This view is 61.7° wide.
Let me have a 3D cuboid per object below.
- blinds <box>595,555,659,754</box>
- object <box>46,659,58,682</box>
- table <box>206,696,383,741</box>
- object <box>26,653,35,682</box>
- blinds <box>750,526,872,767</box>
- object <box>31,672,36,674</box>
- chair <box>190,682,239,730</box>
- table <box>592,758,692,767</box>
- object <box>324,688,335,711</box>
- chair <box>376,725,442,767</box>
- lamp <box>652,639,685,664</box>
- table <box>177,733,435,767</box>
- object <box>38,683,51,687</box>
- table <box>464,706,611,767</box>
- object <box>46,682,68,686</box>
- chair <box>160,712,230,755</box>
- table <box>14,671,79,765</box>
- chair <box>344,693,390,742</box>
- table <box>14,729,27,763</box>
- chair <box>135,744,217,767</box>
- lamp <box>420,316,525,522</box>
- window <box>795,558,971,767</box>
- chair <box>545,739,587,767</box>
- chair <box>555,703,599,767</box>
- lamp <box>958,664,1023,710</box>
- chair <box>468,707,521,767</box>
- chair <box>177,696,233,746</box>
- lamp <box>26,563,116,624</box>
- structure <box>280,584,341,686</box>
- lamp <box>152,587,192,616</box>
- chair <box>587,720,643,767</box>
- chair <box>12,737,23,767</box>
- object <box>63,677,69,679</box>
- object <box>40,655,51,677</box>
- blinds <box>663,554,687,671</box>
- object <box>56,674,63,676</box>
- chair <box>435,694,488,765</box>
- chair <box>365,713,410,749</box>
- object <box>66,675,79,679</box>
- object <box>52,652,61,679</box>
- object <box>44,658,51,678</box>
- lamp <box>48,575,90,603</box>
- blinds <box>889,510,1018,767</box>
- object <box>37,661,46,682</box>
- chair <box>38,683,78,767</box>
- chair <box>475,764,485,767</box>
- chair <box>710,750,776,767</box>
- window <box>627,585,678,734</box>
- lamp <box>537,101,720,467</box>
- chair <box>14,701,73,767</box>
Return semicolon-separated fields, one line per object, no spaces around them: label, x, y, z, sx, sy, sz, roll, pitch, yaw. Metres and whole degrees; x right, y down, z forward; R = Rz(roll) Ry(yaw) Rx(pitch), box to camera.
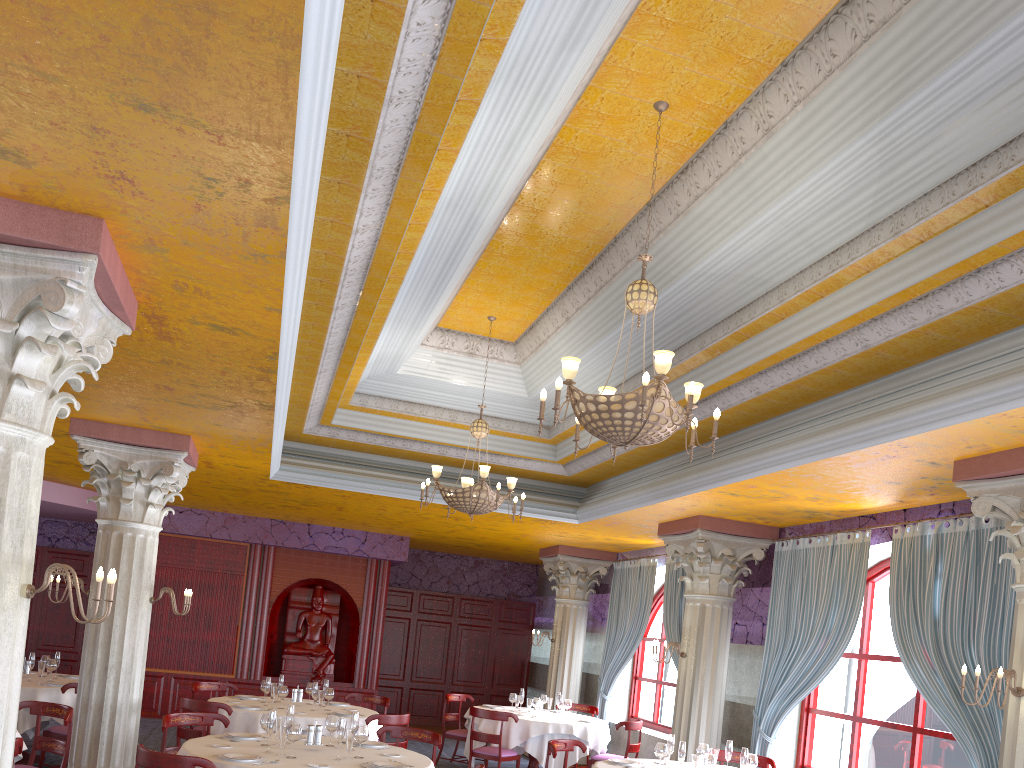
blinds;1.755;4.499;13.660;0.246;3.462;1.726;6;-4;-14
object;-5.396;3.358;10.034;0.124;0.260;0.123;8;-5;-24
table;-2.605;4.279;10.090;2.099;0.933;2.151;10;-14;-14
object;-5.517;3.248;9.825;0.073;0.330;0.075;5;-2;21
blinds;3.081;3.320;9.152;0.246;3.462;1.726;6;-4;-14
object;-6.051;3.624;10.745;0.163;0.009;0.161;17;-20;-34
chair;-3.667;4.288;10.677;0.642;1.072;0.772;3;-7;29
table;1.686;4.042;7.753;2.099;0.933;2.151;10;-14;-14
object;-2.148;3.696;10.037;0.124;0.260;0.123;8;-5;-24
chair;-1.078;3.769;7.980;0.743;1.073;0.665;2;-7;29
lamp;1.859;3.202;10.226;0.389;0.268;0.345;12;-12;-28
table;-1.669;3.446;6.907;2.099;0.933;2.151;10;-14;-14
object;-5.235;3.367;9.582;0.231;0.013;0.028;-3;-16;29
table;0.336;5.243;12.344;2.099;0.933;2.151;10;-14;-14
object;-5.129;3.416;9.732;0.316;0.023;0.322;10;-17;-15
chair;-2.731;3.454;7.493;0.642;1.072;0.772;3;-7;29
table;-5.853;3.940;10.088;2.099;0.933;2.151;10;-14;-14
chair;-2.015;4.602;11.164;0.743;1.073;0.665;2;-7;29
table;-4.650;2.870;5.997;2.099;0.933;2.151;10;-14;-14
chair;-2.242;3.020;5.831;0.743;1.073;0.665;2;-7;29
lamp;-0.321;0.335;8.920;0.952;2.141;0.984;4;-5;29
window;4.013;2.862;8.357;0.161;2.488;3.658;6;-11;-15
chair;0.624;4.051;8.339;0.642;1.072;0.772;3;-7;29
chair;0.926;5.566;13.417;0.743;1.073;0.665;2;-7;29
lamp;3.193;2.015;5.689;0.389;0.268;0.345;12;-12;-28
chair;-0.237;4.817;11.268;0.743;1.073;0.665;2;-7;29
chair;-3.178;3.853;9.015;0.743;1.073;0.665;2;-7;29
lamp;-2.068;0.982;4.028;0.389;0.268;0.345;12;-12;-28
structure;-3.663;4.548;15.622;0.973;1.818;0.646;7;-3;-16
lamp;-3.416;2.181;8.610;0.389;0.268;0.345;12;-12;-28
chair;1.415;5.131;11.755;0.642;1.072;0.772;3;-7;29
chair;-3.570;2.758;5.408;0.642;1.072;0.772;3;-7;29
object;-5.505;3.632;10.580;0.138;0.010;0.031;-4;-18;31
object;-5.724;3.458;10.493;0.122;0.260;0.124;6;-4;-2
blinds;2.322;3.995;11.733;0.247;3.462;1.723;6;-4;-16
object;-5.640;3.689;10.840;0.054;0.019;0.267;-3;-19;32
chair;-0.726;5.252;12.930;0.642;1.072;0.772;3;-7;29
chair;-1.526;4.167;9.502;0.642;1.072;0.772;3;-7;29
object;-5.440;3.687;10.771;0.316;0.023;0.322;10;-17;-15
object;-5.511;3.408;10.369;0.073;0.330;0.075;5;-2;21
object;-5.633;3.460;10.422;0.085;0.233;0.088;4;-4;32
lamp;-4.343;2.023;8.397;0.389;0.268;0.345;12;-12;-28
blinds;3.648;2.816;7.225;0.247;3.462;1.723;6;-4;-16
object;-5.468;3.336;9.940;0.085;0.233;0.087;5;-3;9
chair;-4.774;3.828;9.499;0.642;1.072;0.772;3;-7;29
chair;-0.589;3.334;6.318;0.642;1.072;0.772;3;-7;29
chair;2.277;4.365;8.826;0.743;1.073;0.665;2;-7;29
window;2.670;4.057;12.923;0.161;2.488;3.658;6;-11;-15
lamp;0.790;-0.654;5.142;0.952;2.141;0.984;4;-5;29
chair;-4.059;3.193;7.070;0.743;1.073;0.665;2;-7;29
